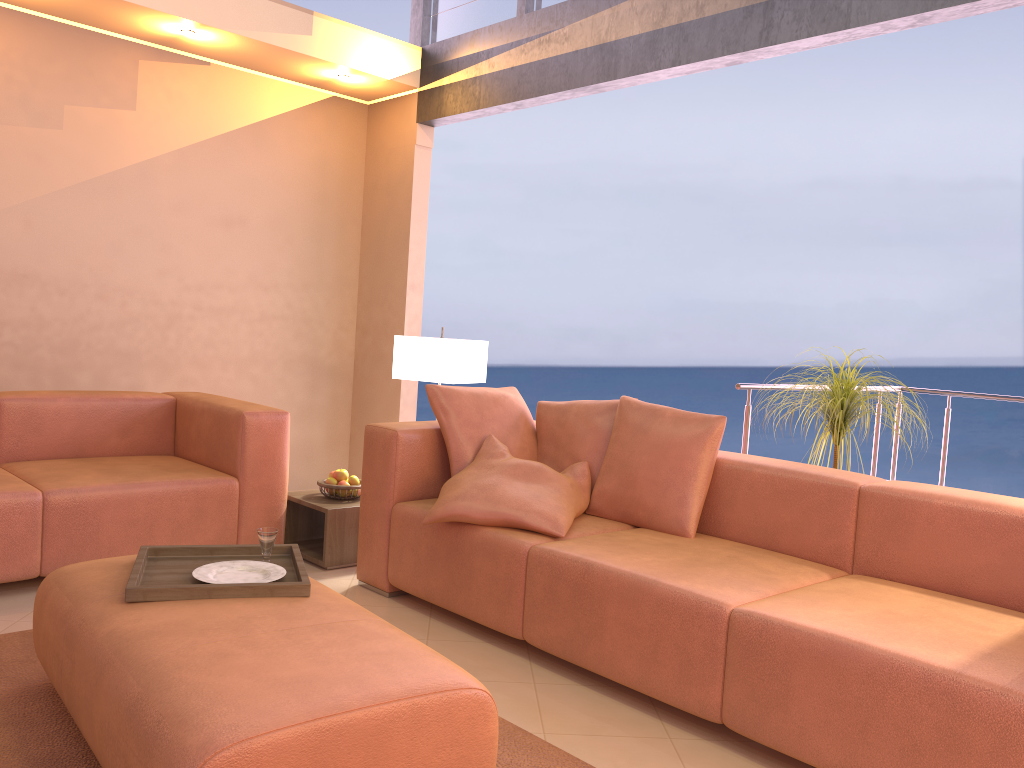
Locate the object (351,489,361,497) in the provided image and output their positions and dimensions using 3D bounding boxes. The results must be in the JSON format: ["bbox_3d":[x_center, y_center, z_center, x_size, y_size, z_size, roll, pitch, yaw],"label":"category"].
[{"bbox_3d":[-0.703,0.485,3.995,0.046,0.046,0.055,5,3,25],"label":"object"}]

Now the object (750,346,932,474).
[{"bbox_3d":[1.335,0.389,3.688,0.703,1.088,0.729,5,3,15],"label":"object"}]

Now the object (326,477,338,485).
[{"bbox_3d":[-0.806,0.441,3.963,0.055,0.047,0.045,5,3,24],"label":"object"}]

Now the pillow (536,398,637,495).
[{"bbox_3d":[0.263,0.261,3.533,0.492,0.446,0.255,5,4,30],"label":"pillow"}]

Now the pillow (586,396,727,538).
[{"bbox_3d":[0.527,0.295,3.245,0.470,0.468,0.211,6,4,42],"label":"pillow"}]

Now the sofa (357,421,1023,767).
[{"bbox_3d":[0.639,0.596,2.899,0.943,0.672,2.781,1,4,-43],"label":"sofa"}]

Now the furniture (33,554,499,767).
[{"bbox_3d":[-0.677,0.686,2.171,0.685,0.301,1.291,1,4,-38],"label":"furniture"}]

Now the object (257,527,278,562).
[{"bbox_3d":[-0.706,0.465,2.554,0.061,0.091,0.061,6,4,31],"label":"object"}]

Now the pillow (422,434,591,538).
[{"bbox_3d":[0.004,0.359,3.240,0.517,0.292,0.514,5,3,16],"label":"pillow"}]

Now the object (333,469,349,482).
[{"bbox_3d":[-0.772,0.415,3.996,0.069,0.061,0.068,4,3,8],"label":"object"}]

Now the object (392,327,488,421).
[{"bbox_3d":[-0.367,0.116,4.403,0.344,0.799,0.344,5,3,25],"label":"object"}]

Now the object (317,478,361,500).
[{"bbox_3d":[-0.764,0.478,4.015,0.235,0.071,0.235,6,4,39],"label":"object"}]

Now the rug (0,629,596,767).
[{"bbox_3d":[-0.729,0.900,1.828,1.833,0.005,2.626,1,4,-43],"label":"rug"}]

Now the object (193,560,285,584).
[{"bbox_3d":[-0.725,0.510,2.362,0.240,0.018,0.240,4,3,11],"label":"object"}]

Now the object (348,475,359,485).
[{"bbox_3d":[-0.712,0.437,3.989,0.051,0.053,0.045,3,3,-20],"label":"object"}]

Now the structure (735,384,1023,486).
[{"bbox_3d":[2.953,0.444,2.978,1.663,0.541,4.176,1,4,-43],"label":"structure"}]

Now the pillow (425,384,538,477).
[{"bbox_3d":[-0.077,0.241,3.622,0.314,0.455,0.519,7,4,43],"label":"pillow"}]

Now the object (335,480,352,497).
[{"bbox_3d":[-0.751,0.468,3.961,0.072,0.076,0.074,2,4,-33],"label":"object"}]

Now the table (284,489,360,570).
[{"bbox_3d":[-0.588,0.649,4.204,0.918,0.268,0.412,1,4,-43],"label":"table"}]

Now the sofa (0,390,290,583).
[{"bbox_3d":[-2.282,0.387,3.283,2.781,0.672,0.943,1,4,-43],"label":"sofa"}]

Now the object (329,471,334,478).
[{"bbox_3d":[-0.806,0.418,4.037,0.047,0.046,0.054,6,4,33],"label":"object"}]

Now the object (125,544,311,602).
[{"bbox_3d":[-0.785,0.501,2.391,0.436,0.034,0.421,3,3,-18],"label":"object"}]
